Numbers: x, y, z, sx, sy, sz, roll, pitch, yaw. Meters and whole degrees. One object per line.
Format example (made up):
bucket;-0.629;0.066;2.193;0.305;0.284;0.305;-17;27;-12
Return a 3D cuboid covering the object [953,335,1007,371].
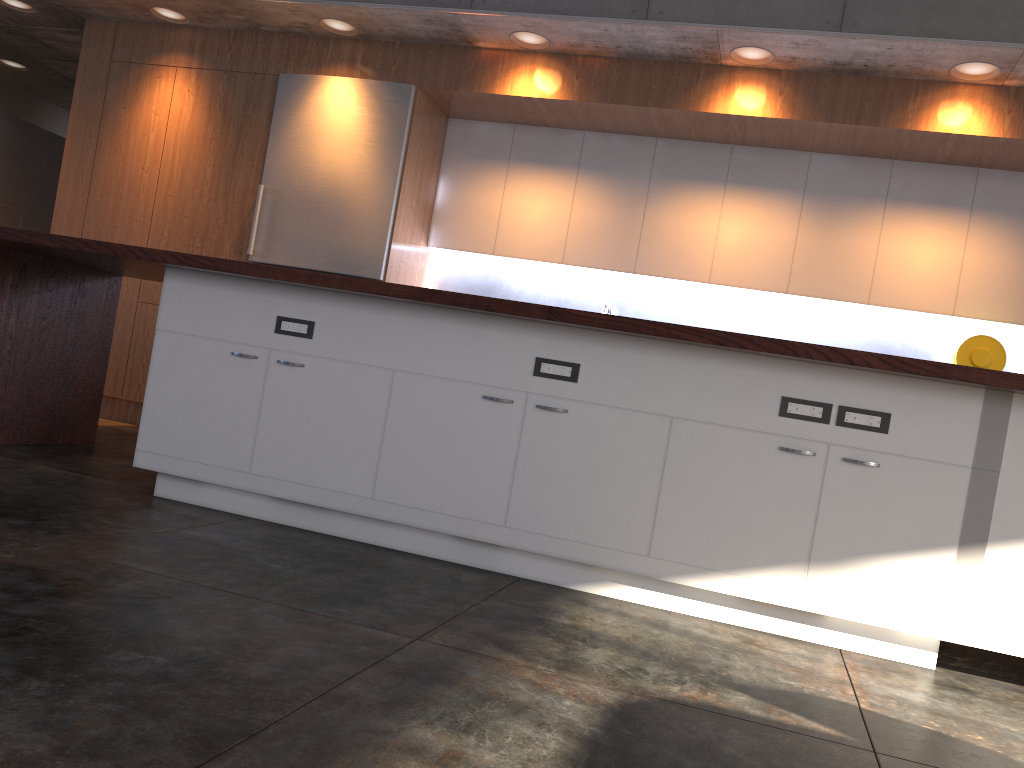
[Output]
object;2.670;-0.087;5.063;0.271;0.381;0.100;10;0;14

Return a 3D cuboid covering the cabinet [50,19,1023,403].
cabinet;0.977;-0.580;6.353;8.018;2.563;2.405;10;0;14

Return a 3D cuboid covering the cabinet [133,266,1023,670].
cabinet;1.347;0.467;3.258;5.587;0.930;0.932;10;0;14

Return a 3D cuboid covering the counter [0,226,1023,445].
counter;0.776;0.341;3.415;6.583;0.971;1.154;10;0;14

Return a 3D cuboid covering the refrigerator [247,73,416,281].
refrigerator;-1.232;-0.862;5.722;0.948;2.191;0.221;10;0;11
